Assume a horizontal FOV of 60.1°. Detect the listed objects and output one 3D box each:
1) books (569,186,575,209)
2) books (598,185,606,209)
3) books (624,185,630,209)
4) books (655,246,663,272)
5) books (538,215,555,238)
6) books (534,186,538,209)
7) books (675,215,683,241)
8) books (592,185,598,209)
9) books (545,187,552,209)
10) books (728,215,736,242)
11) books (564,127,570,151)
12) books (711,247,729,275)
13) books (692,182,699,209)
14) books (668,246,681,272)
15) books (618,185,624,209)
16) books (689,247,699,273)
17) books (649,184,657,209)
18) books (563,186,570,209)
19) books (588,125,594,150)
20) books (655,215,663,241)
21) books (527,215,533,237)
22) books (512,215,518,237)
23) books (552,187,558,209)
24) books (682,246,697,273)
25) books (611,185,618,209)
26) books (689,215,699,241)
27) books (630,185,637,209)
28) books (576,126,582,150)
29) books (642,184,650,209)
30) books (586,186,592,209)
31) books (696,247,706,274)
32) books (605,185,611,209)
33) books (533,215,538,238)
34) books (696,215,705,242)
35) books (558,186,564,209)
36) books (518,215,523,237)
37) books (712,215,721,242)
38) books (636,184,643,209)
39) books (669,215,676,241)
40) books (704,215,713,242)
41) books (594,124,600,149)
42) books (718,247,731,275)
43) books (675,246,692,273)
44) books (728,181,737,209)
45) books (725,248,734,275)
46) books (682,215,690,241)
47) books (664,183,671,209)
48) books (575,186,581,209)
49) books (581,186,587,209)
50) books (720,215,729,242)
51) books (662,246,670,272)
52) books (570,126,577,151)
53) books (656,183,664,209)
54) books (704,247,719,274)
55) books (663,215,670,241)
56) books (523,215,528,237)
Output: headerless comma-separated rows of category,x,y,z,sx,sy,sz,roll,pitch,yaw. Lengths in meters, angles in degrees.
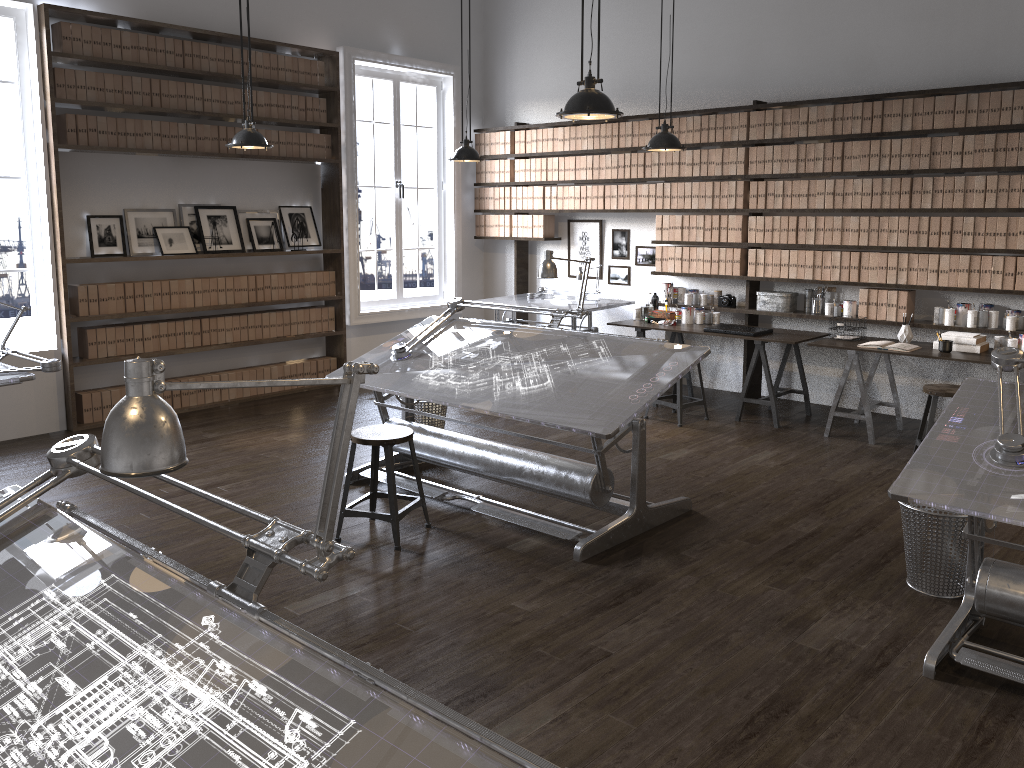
books,0.622,-1.773,8.454,0.067,0.224,0.175,7,12,41
books,0.878,-1.728,8.221,0.067,0.224,0.175,7,12,41
books,1.094,-1.691,8.033,0.067,0.224,0.175,7,12,41
books,1.351,-1.113,7.869,0.067,0.224,0.175,7,12,41
books,0.340,-1.556,8.747,0.067,0.224,0.175,7,12,42
books,0.293,-1.837,8.749,0.067,0.224,0.175,7,12,42
books,1.495,-1.354,7.702,0.067,0.224,0.175,7,12,41
books,0.827,-1.738,8.274,0.067,0.224,0.175,7,12,42
books,0.406,-1.810,8.648,0.067,0.224,0.175,7,12,41
books,1.872,-1.290,7.369,0.067,0.224,0.175,7,12,42
books,0.576,-2.323,8.416,0.067,0.224,0.175,7,12,42
books,1.763,-1.042,7.499,0.067,0.224,0.175,7,12,42
books,1.613,-1.607,7.562,0.067,0.224,0.175,7,12,41
books,1.449,-1.097,7.785,0.067,0.224,0.175,7,12,42
books,1.042,-1.700,8.080,0.067,0.224,0.175,7,12,41
books,1.609,-1.070,7.647,0.067,0.224,0.175,7,12,42
books,1.291,-1.656,7.850,0.067,0.224,0.175,7,12,42
books,0.573,-1.782,8.503,0.067,0.224,0.175,7,12,42
books,0.784,-2.286,8.227,0.067,0.224,0.175,7,12,42
books,1.346,-1.381,7.837,0.067,0.224,0.175,7,12,41
books,0.233,-1.574,8.836,0.067,0.224,0.175,7,12,42
books,0.084,-1.600,8.971,0.067,0.224,0.175,7,12,42
books,0.465,-1.799,8.592,0.067,0.224,0.175,7,12,41
books,1.556,-1.079,7.692,0.067,0.224,0.175,7,12,42
books,0.987,-1.709,8.124,0.067,0.224,0.175,7,12,42
books,1.602,-1.337,7.614,0.067,0.224,0.175,7,12,42
books,1.140,-1.682,7.984,0.067,0.224,0.175,7,12,42
books,0.683,-2.306,8.327,0.067,0.224,0.175,7,12,41
books,1.238,-1.665,7.900,0.067,0.224,0.175,7,12,41
books,0.776,-1.746,8.316,0.067,0.224,0.175,7,12,41
books,1.658,-1.061,7.598,0.067,0.224,0.175,7,12,41
books,0.937,-1.719,8.175,0.067,0.224,0.175,7,12,42
books,0.289,-1.566,8.795,0.067,0.224,0.175,7,12,42
books,1.651,-1.328,7.564,0.067,0.224,0.175,7,12,41
books,0.520,-1.791,8.548,0.067,0.224,0.175,7,12,42
books,0.139,-1.591,8.924,0.067,0.224,0.175,7,12,41
books,1.759,-1.309,7.466,0.067,0.224,0.175,7,12,42
books,1.193,-1.674,7.943,0.067,0.224,0.175,7,12,41
books,1.449,-1.364,7.750,0.067,0.224,0.175,7,12,42
books,1.707,-1.319,7.520,0.067,0.224,0.175,7,12,41
books,0.837,-2.277,8.179,0.067,0.224,0.175,7,12,41
books,1.812,-1.034,7.460,0.067,0.224,0.175,7,12,41
books,1.501,-1.088,7.736,0.067,0.224,0.175,7,12,41
books,1.863,-1.564,7.336,0.067,0.224,0.175,7,12,42
books,1.863,-1.026,7.418,0.067,0.224,0.175,7,12,42
books,1.549,-1.347,7.662,0.067,0.224,0.175,7,12,42
books,1.404,-1.644,7.750,0.067,0.224,0.175,7,12,42
books,0.673,-1.763,8.403,0.067,0.224,0.175,7,12,41
books,0.727,-1.753,8.355,0.067,0.224,0.175,7,12,42
books,1.818,-1.300,7.421,0.067,0.224,0.175,7,12,41
books,1.403,-1.106,7.828,0.067,0.224,0.175,7,12,42
books,0.630,-2.314,8.372,0.067,0.224,0.175,7,12,41
books,1.348,-1.653,7.796,0.067,0.224,0.175,7,12,42
books,1.709,-1.051,7.547,0.067,0.224,0.175,7,12,41
books,1.401,-1.371,7.791,0.067,0.224,0.175,7,12,42
books,0.187,-1.583,8.884,0.067,0.224,0.175,7,12,41
